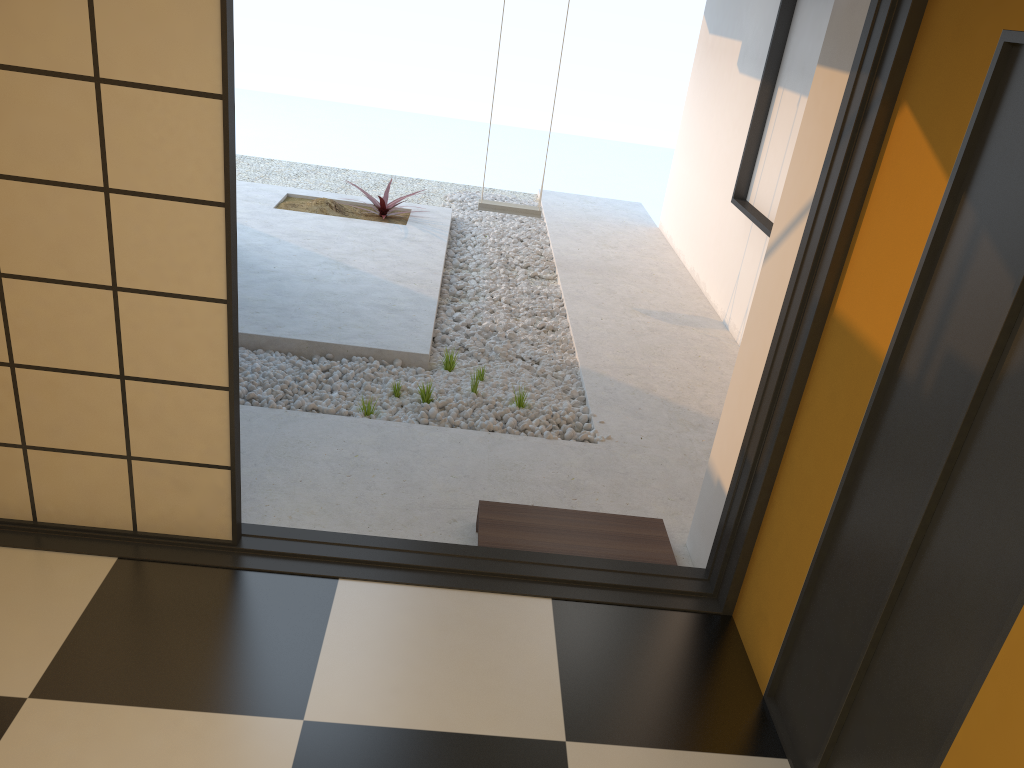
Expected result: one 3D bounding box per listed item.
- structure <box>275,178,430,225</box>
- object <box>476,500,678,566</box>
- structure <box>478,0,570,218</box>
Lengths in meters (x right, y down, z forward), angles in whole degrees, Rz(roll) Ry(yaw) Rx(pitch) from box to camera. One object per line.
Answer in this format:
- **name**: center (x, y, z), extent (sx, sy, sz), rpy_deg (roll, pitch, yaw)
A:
- **structure**: center (-1.253, -1.453, 7.024), extent (1.204, 0.303, 0.718), rpy_deg (7, 25, -5)
- **object**: center (0.223, 0.589, 3.201), extent (0.703, 0.105, 0.336), rpy_deg (7, 24, -5)
- **structure**: center (0.102, -2.103, 6.040), extent (0.462, 1.940, 0.124), rpy_deg (6, 27, -4)
